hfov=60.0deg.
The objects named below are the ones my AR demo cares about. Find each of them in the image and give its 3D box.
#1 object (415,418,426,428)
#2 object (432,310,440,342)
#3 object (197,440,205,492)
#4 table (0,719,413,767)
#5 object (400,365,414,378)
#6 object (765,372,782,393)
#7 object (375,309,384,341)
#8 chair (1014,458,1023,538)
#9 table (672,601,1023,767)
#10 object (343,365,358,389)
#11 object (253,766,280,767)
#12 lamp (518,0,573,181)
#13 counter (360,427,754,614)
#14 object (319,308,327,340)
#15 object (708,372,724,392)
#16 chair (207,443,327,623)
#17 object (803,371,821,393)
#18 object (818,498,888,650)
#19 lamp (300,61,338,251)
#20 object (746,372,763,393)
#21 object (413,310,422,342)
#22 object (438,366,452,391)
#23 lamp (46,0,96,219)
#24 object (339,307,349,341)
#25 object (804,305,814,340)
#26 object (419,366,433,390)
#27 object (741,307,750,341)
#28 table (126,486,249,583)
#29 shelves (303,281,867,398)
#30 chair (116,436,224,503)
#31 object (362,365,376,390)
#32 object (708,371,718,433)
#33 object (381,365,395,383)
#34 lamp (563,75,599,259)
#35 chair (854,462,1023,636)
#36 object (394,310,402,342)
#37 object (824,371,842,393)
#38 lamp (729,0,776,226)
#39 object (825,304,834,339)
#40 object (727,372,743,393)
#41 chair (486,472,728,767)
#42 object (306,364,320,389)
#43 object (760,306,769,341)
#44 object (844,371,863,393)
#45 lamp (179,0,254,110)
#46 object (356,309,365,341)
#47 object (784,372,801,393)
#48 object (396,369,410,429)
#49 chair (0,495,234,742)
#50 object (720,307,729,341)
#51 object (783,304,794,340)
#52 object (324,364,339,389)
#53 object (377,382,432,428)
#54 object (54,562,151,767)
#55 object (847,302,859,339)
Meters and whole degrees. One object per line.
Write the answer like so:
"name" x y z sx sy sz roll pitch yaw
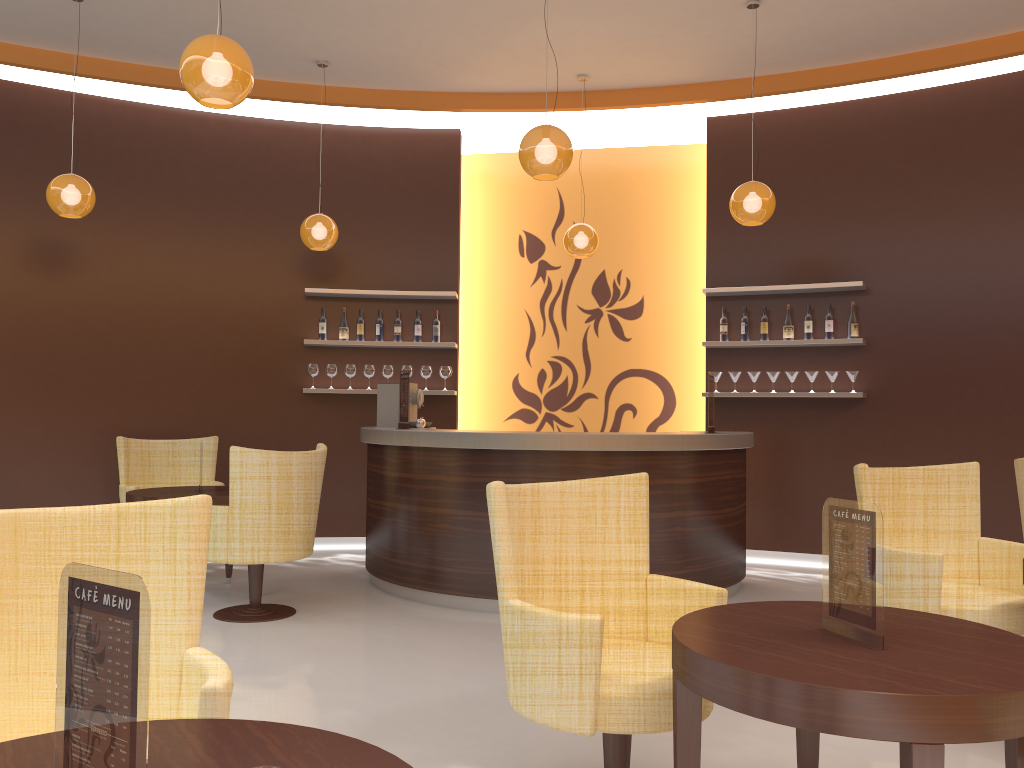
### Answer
"object" -0.681 0.290 6.601 0.075 0.077 0.075 0 -2 21
"object" -0.673 -0.507 7.893 0.073 0.297 0.073 2 -2 -28
"object" -2.064 0.542 5.888 0.042 0.335 0.209 2 -2 -24
"table" -0.525 0.908 1.100 0.874 0.679 0.872 0 -2 9
"object" -0.933 -0.051 7.867 0.125 0.221 0.125 1 -2 -13
"object" 2.148 -0.011 7.285 0.137 0.174 0.137 0 -2 27
"object" -1.174 -0.514 7.869 0.073 0.297 0.073 2 -2 -28
"chair" 3.243 0.913 5.023 0.729 1.017 0.685 2 -3 -41
"table" 0.829 0.959 2.148 0.874 0.679 0.872 1 -2 -1
"object" -1.425 -0.059 7.819 0.125 0.221 0.125 1 -2 -13
"object" -0.269 0.492 0.948 0.067 0.148 0.067 1 -2 -14
"lamp" 0.192 -1.872 4.847 0.299 1.500 0.299 0 -2 30
"counter" 0.237 0.871 6.065 2.917 1.100 1.586 0 -2 7
"object" -1.659 -0.522 7.788 0.073 0.297 0.073 2 -2 -28
"object" 1.715 -0.012 7.452 0.137 0.174 0.137 0 -2 17
"chair" -1.494 0.867 5.301 0.685 1.017 0.729 0 -2 30
"object" 2.425 -0.012 7.167 0.137 0.174 0.137 0 -2 27
"object" 0.827 0.452 2.159 0.042 0.335 0.209 1 -2 -20
"lamp" -1.523 -1.818 7.060 0.299 1.500 0.299 0 -2 31
"object" 2.007 -0.012 7.346 0.137 0.174 0.137 0 -2 27
"object" -0.838 -0.509 7.888 0.073 0.297 0.073 2 -3 -41
"object" -0.593 -0.047 7.874 0.125 0.221 0.125 1 -2 -13
"lamp" -2.946 -1.871 5.959 0.299 1.500 0.299 0 -2 30
"object" -1.482 -0.524 7.835 0.086 0.303 0.086 0 -2 31
"object" 2.405 -0.495 7.187 0.073 0.297 0.073 1 -2 0
"object" -0.763 -0.049 7.879 0.125 0.221 0.125 1 -2 -13
"object" 1.941 -0.494 7.377 0.073 0.297 0.073 1 -2 0
"table" -2.081 1.048 5.859 0.874 0.679 0.872 0 -2 9
"shelves" 0.507 -0.353 7.544 4.744 0.902 0.586 0 -2 9
"chair" -2.516 0.896 6.531 0.729 1.017 0.685 2 -2 -31
"object" -1.263 -0.056 7.838 0.125 0.221 0.125 1 -2 -13
"object" 1.355 0.126 6.029 0.052 0.414 0.258 0 -2 21
"object" -1.100 -0.054 7.856 0.125 0.221 0.125 1 -2 -13
"lamp" 0.574 -1.786 7.292 0.299 1.500 0.299 1 -2 -20
"chair" 1.882 0.859 3.861 0.729 1.017 0.685 1 -2 -21
"object" -1.013 -0.512 7.879 0.073 0.297 0.073 2 -2 -28
"object" 2.566 -0.013 7.099 0.137 0.174 0.137 1 -2 -13
"lamp" 1.615 -1.818 5.948 0.299 1.500 0.299 1 -2 -20
"object" 2.549 -0.495 7.120 0.073 0.297 0.073 1 -2 0
"object" 1.861 -0.012 7.399 0.137 0.174 0.137 0 -2 17
"chair" 0.285 0.802 2.734 0.729 1.017 0.685 2 -3 -41
"object" -1.742 -0.064 7.766 0.125 0.221 0.125 1 -2 -13
"object" 2.088 -0.494 7.324 0.073 0.297 0.073 2 -2 -40
"object" 2.707 -0.013 7.033 0.137 0.174 0.137 0 -2 27
"lamp" -1.231 -1.925 3.746 0.299 1.500 0.299 2 -2 -27
"object" -1.339 -0.516 7.851 0.073 0.297 0.073 0 -2 22
"object" 2.285 -0.011 7.231 0.137 0.174 0.137 0 -2 27
"object" -0.758 0.108 6.242 0.052 0.414 0.258 2 -2 -24
"chair" -0.948 0.756 1.780 0.729 1.017 0.685 2 -2 -35
"object" 1.779 -0.494 7.433 0.073 0.297 0.073 1 -2 0
"object" 2.263 -0.499 7.259 0.086 0.303 0.086 -1 -2 36
"object" -1.587 -0.061 7.795 0.125 0.221 0.125 1 -2 -13
"object" -0.819 0.164 6.820 0.373 0.340 0.270 0 -2 7
"object" -0.519 0.401 1.117 0.209 0.335 0.042 -1 -2 35
"object" 2.707 -0.501 7.041 0.086 0.303 0.086 2 -2 -23
